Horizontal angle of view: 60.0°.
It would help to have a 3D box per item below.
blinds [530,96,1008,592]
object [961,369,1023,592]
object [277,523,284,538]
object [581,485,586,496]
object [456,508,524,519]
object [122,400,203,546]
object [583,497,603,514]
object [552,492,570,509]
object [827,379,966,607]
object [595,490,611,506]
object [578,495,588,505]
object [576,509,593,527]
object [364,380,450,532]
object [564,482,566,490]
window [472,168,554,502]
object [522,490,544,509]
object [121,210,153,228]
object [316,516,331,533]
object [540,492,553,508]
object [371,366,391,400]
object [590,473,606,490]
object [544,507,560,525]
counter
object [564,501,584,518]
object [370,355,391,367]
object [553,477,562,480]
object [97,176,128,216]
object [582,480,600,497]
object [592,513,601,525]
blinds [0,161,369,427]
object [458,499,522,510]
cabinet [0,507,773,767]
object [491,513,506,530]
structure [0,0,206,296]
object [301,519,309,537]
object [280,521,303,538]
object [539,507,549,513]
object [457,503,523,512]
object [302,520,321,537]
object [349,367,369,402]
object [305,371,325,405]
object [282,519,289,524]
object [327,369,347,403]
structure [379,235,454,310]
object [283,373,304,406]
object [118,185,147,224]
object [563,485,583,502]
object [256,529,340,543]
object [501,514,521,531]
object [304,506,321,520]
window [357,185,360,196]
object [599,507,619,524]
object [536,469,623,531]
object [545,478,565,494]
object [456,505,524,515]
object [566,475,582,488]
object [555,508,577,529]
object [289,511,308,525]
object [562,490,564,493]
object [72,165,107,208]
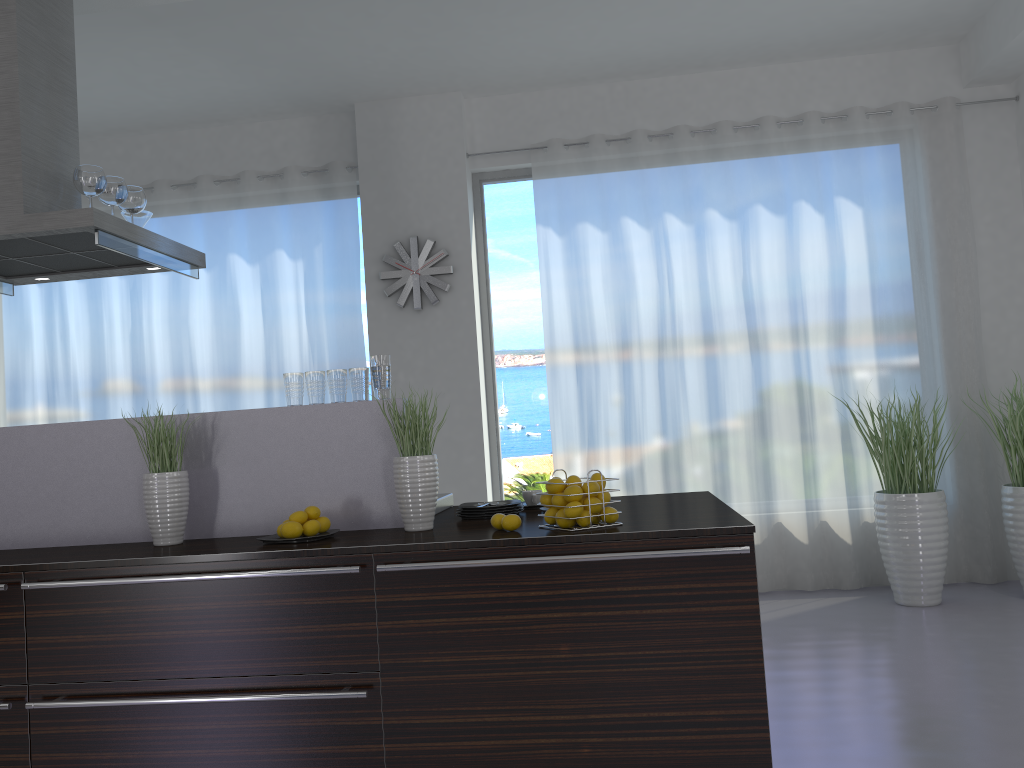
[{"bbox_3d":[1.626,-0.204,5.824,2.830,3.112,0.120,-4,-3,7],"label":"blinds"},{"bbox_3d":[2.965,0.568,5.118,0.656,1.334,0.713,-3,-3,-9],"label":"object"},{"bbox_3d":[-0.733,0.476,2.883,0.063,0.051,0.053,-4,-3,10],"label":"object"},{"bbox_3d":[0.232,0.339,2.763,0.055,0.051,0.061,-4,-3,1],"label":"object"},{"bbox_3d":[-0.079,0.478,3.259,0.232,0.020,0.232,-5,-3,15],"label":"object"},{"bbox_3d":[-1.199,0.296,3.016,0.269,0.502,0.247,-4,-3,7],"label":"object"},{"bbox_3d":[0.243,0.368,2.684,0.061,0.055,0.051,-3,-3,-14],"label":"object"},{"bbox_3d":[0.152,0.358,2.716,0.062,0.053,0.052,-3,-3,-22],"label":"object"},{"bbox_3d":[2.307,0.614,5.162,0.713,1.334,0.656,-4,-3,7],"label":"object"},{"bbox_3d":[0.277,0.353,2.733,0.061,0.054,0.053,-2,-4,-37],"label":"object"},{"bbox_3d":[0.221,0.367,2.706,0.051,0.053,0.062,-5,-3,15],"label":"object"},{"bbox_3d":[0.218,0.404,2.671,0.051,0.053,0.063,-5,-3,15],"label":"object"},{"bbox_3d":[-0.315,0.232,2.939,0.269,0.502,0.247,-1,-4,-40],"label":"object"},{"bbox_3d":[0.184,0.332,2.809,0.063,0.051,0.053,-1,-4,-38],"label":"object"},{"bbox_3d":[1.290,-0.354,6.096,3.000,2.500,0.100,-4,-3,7],"label":"window"},{"bbox_3d":[0.081,0.455,3.493,0.153,0.069,0.153,-6,-4,40],"label":"object"},{"bbox_3d":[-1.719,-0.698,4.073,0.137,0.174,0.137,-2,-3,-28],"label":"object"},{"bbox_3d":[-0.628,0.464,2.923,0.063,0.053,0.051,-1,-4,-43],"label":"object"},{"bbox_3d":[0.116,0.362,2.766,0.053,0.051,0.063,-2,-3,-25],"label":"object"},{"bbox_3d":[-0.461,-0.002,3.143,0.071,0.119,0.072,-1,-4,-43],"label":"object"},{"bbox_3d":[0.267,0.306,2.754,0.050,0.060,0.059,-4,-3,6],"label":"object"},{"bbox_3d":[0.129,0.407,2.746,0.060,0.057,0.052,-4,-3,8],"label":"object"},{"bbox_3d":[-0.864,0.745,3.285,3.291,1.300,1.302,-4,-3,7],"label":"counter"},{"bbox_3d":[0.184,0.377,2.647,0.061,0.054,0.052,-3,-3,-16],"label":"object"},{"bbox_3d":[-0.464,-0.041,3.145,0.071,0.119,0.072,-1,-4,-43],"label":"object"},{"bbox_3d":[0.137,0.322,2.784,0.052,0.060,0.057,-4,-3,-5],"label":"object"},{"bbox_3d":[-1.666,-0.745,3.698,0.125,0.221,0.125,-6,-4,31],"label":"object"},{"bbox_3d":[0.240,0.318,2.693,0.051,0.053,0.063,-5,-3,20],"label":"object"},{"bbox_3d":[0.249,0.408,2.745,0.061,0.055,0.050,-1,-4,-38],"label":"object"},{"bbox_3d":[-2.601,0.107,6.314,3.245,3.112,0.120,-4,-3,7],"label":"blinds"},{"bbox_3d":[-0.245,0.401,3.362,0.646,0.147,0.269,-6,-4,31],"label":"object"},{"bbox_3d":[-0.852,0.968,3.263,3.285,0.852,1.377,-4,-3,7],"label":"cabinet"},{"bbox_3d":[-0.038,0.432,2.781,0.053,0.051,0.063,-2,-3,-25],"label":"object"},{"bbox_3d":[-2.032,-1.089,3.855,0.981,1.231,0.915,-4,-3,7],"label":"structure"},{"bbox_3d":[-0.680,0.472,2.919,0.057,0.060,0.071,-4,-3,8],"label":"object"},{"bbox_3d":[-0.703,0.468,2.833,0.070,0.058,0.060,-4,-3,5],"label":"object"},{"bbox_3d":[0.184,0.435,3.241,0.153,0.069,0.153,-3,-3,-20],"label":"object"},{"bbox_3d":[-0.080,0.458,3.260,0.232,0.020,0.232,-4,-3,10],"label":"object"},{"bbox_3d":[-0.649,0.467,2.869,0.061,0.054,0.052,-3,-3,-16],"label":"object"},{"bbox_3d":[-0.541,0.004,3.152,0.071,0.119,0.072,-1,-4,-43],"label":"object"},{"bbox_3d":[-0.701,0.016,3.171,0.071,0.119,0.072,-1,-4,-43],"label":"object"},{"bbox_3d":[-0.735,0.476,2.939,0.052,0.054,0.061,-2,-4,-36],"label":"object"},{"bbox_3d":[-0.621,0.010,3.162,0.071,0.119,0.072,-1,-4,-43],"label":"object"},{"bbox_3d":[-0.649,-0.752,6.005,0.505,0.505,0.076,-4,-3,7],"label":"structure"},{"bbox_3d":[-0.781,0.021,3.180,0.072,0.119,0.071,-2,-4,-33],"label":"object"},{"bbox_3d":[-1.648,-0.739,3.844,0.125,0.221,0.125,-6,-4,31],"label":"object"},{"bbox_3d":[0.185,0.332,2.676,0.061,0.052,0.053,-5,-3,20],"label":"object"},{"bbox_3d":[-0.692,0.497,2.883,0.232,0.020,0.232,-5,-3,15],"label":"object"},{"bbox_3d":[-0.002,0.427,2.728,0.063,0.051,0.053,-4,-3,10],"label":"object"},{"bbox_3d":[-0.658,0.425,2.918,0.053,0.048,0.063,-2,-3,-27],"label":"object"},{"bbox_3d":[-2.426,-0.081,6.527,3.000,2.500,0.100,-4,-3,7],"label":"window"},{"bbox_3d":[0.296,0.401,2.710,0.062,0.052,0.053,-1,-4,-44],"label":"object"},{"bbox_3d":[0.204,0.351,2.741,0.189,0.174,0.207,-2,-3,-28],"label":"object"},{"bbox_3d":[0.133,0.315,2.732,0.053,0.051,0.063,-2,-4,-36],"label":"object"},{"bbox_3d":[-0.079,0.468,3.260,0.232,0.020,0.232,-5,-3,15],"label":"object"},{"bbox_3d":[0.191,0.309,2.744,0.051,0.053,0.063,-4,-3,8],"label":"object"},{"bbox_3d":[0.167,0.408,2.699,0.064,0.063,0.074,-5,-3,27],"label":"object"},{"bbox_3d":[-0.694,0.436,2.880,0.061,0.047,0.053,-4,-3,10],"label":"object"},{"bbox_3d":[0.173,0.356,2.768,0.064,0.053,0.051,-4,-3,9],"label":"object"},{"bbox_3d":[-1.683,-0.753,3.541,0.125,0.221,0.125,-6,-4,31],"label":"object"}]
